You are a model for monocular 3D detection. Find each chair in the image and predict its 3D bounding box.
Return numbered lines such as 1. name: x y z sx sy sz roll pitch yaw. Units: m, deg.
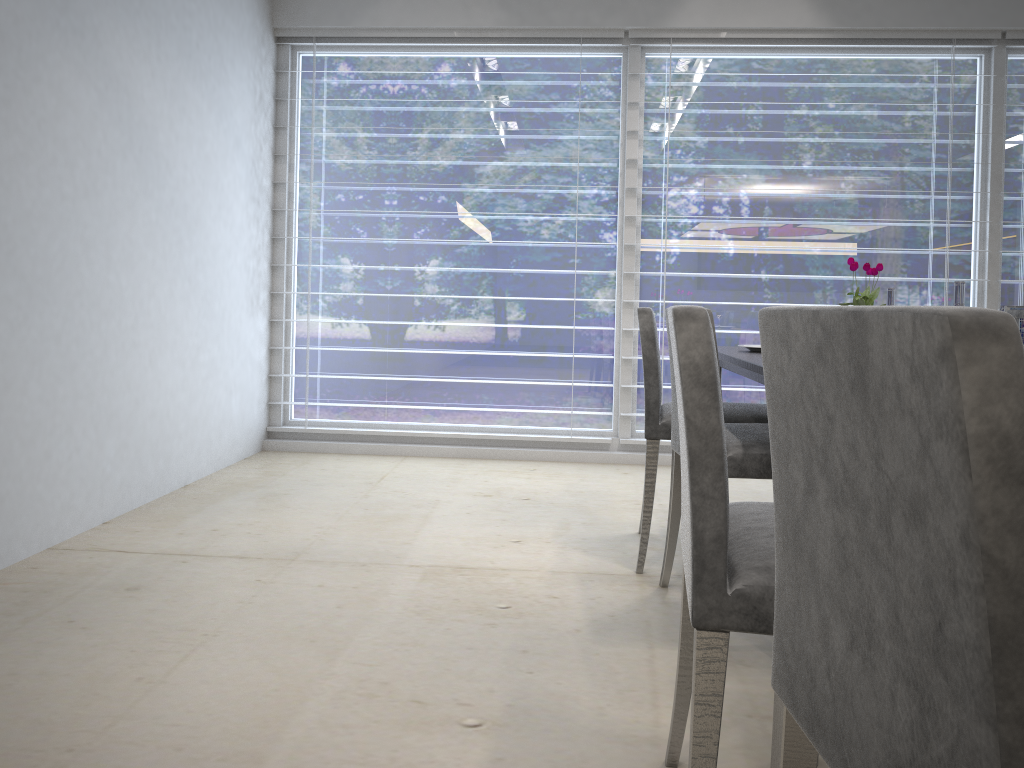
1. chair: 0.475 0.326 0.680 0.492 0.761 0.478 1 2 -1
2. chair: 0.626 0.150 2.719 0.492 0.761 0.478 2 2 9
3. chair: 0.455 0.279 1.209 0.492 0.761 0.478 2 2 9
4. chair: 0.646 0.197 2.190 0.492 0.761 0.478 1 2 -1

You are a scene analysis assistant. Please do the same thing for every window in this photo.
1. window: 2.328 -0.656 4.336 7.101 2.071 0.159 2 1 4

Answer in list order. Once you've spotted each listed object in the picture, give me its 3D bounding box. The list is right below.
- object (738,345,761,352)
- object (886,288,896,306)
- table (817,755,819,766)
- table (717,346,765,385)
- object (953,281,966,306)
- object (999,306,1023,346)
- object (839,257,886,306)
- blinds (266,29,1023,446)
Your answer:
1. object: 0.807 -0.108 2.724 0.216 0.015 0.218 0 5 -18
2. object: 1.091 -0.177 2.550 0.052 0.201 0.052 1 1 -32
3. table: 0.800 0.376 0.919 0.777 0.633 1.193 2 4 4
4. table: 0.971 0.247 2.428 0.777 0.633 1.193 2 4 4
5. object: 0.997 -0.129 1.975 0.052 0.201 0.052 1 1 -32
6. object: 0.775 -0.051 1.360 0.053 0.139 0.053 1 1 -38
7. object: 0.963 -0.209 2.430 0.104 0.276 0.155 1 2 1
8. blinds: 2.311 -0.674 4.232 7.096 2.041 0.045 2 1 4
